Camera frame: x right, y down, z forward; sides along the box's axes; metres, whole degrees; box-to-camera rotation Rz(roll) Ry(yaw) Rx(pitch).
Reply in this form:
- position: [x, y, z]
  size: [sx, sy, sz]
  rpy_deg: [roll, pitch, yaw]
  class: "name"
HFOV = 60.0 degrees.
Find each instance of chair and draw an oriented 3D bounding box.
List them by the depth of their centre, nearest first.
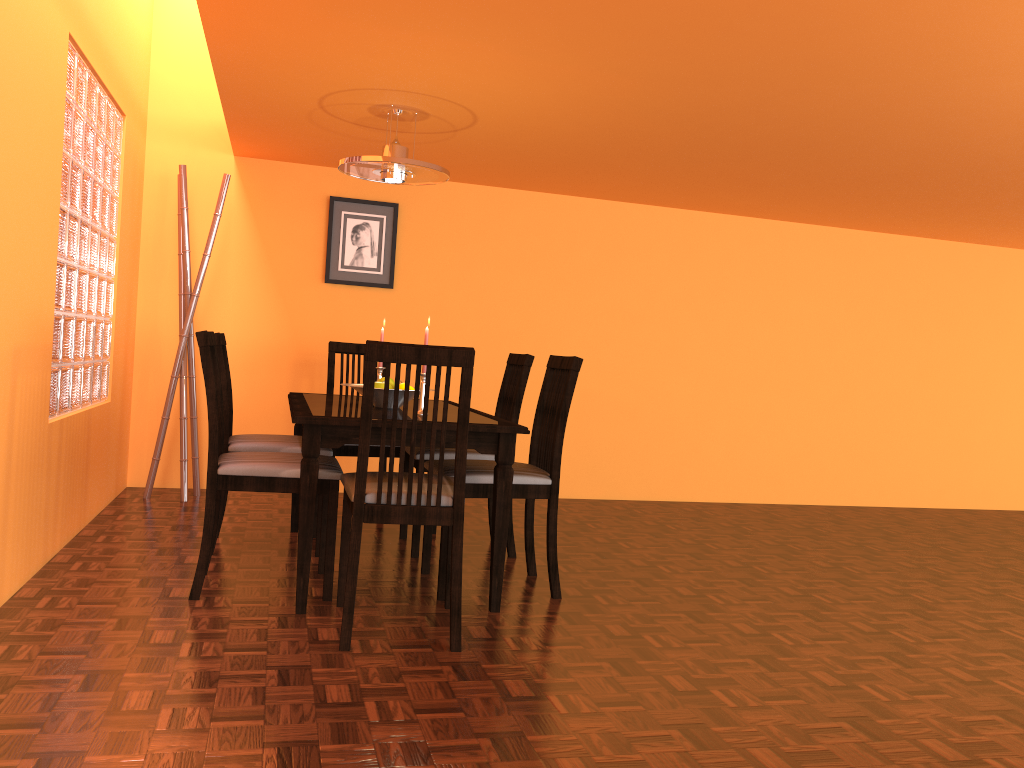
- position: [-0.296, 0.292, 2.489]
  size: [0.373, 0.809, 0.465]
  rpy_deg: [4, 2, -10]
  class: "chair"
- position: [-0.780, 0.249, 2.818]
  size: [0.465, 0.809, 0.373]
  rpy_deg: [3, 2, -15]
  class: "chair"
- position: [-0.040, 0.294, 3.013]
  size: [0.465, 0.809, 0.373]
  rpy_deg: [3, 2, -15]
  class: "chair"
- position: [-0.926, 0.223, 3.375]
  size: [0.465, 0.809, 0.373]
  rpy_deg: [3, 2, -15]
  class: "chair"
- position: [-0.187, 0.267, 3.570]
  size: [0.465, 0.809, 0.373]
  rpy_deg: [3, 2, -15]
  class: "chair"
- position: [-0.660, 0.225, 3.905]
  size: [0.373, 0.809, 0.465]
  rpy_deg: [3, 2, -20]
  class: "chair"

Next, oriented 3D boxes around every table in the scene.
- position: [-0.460, 0.373, 3.199]
  size: [0.697, 0.584, 1.259]
  rpy_deg: [3, 2, -15]
  class: "table"

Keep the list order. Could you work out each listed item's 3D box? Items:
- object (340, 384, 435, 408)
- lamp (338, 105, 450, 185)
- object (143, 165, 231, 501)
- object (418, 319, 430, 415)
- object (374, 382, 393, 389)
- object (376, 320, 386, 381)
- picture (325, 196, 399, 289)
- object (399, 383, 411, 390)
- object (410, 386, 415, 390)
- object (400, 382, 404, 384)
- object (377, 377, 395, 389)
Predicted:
- position: [-0.440, 0.047, 3.146]
  size: [0.337, 0.072, 0.337]
  rpy_deg: [5, 2, 41]
  class: "object"
- position: [-0.454, -0.932, 3.470]
  size: [0.435, 0.274, 0.435]
  rpy_deg: [4, 2, 7]
  class: "lamp"
- position: [-1.553, -0.234, 4.263]
  size: [0.308, 1.589, 0.226]
  rpy_deg: [4, 2, 7]
  class: "object"
- position: [-0.286, -0.063, 2.911]
  size: [0.044, 0.326, 0.044]
  rpy_deg: [3, 2, -26]
  class: "object"
- position: [-0.461, 0.031, 3.112]
  size: [0.089, 0.076, 0.087]
  rpy_deg: [4, 2, -9]
  class: "object"
- position: [-0.505, -0.093, 3.413]
  size: [0.044, 0.326, 0.044]
  rpy_deg: [3, 2, -26]
  class: "object"
- position: [-0.795, -0.747, 4.697]
  size: [0.361, 0.456, 0.014]
  rpy_deg: [3, 2, -15]
  class: "picture"
- position: [-0.375, 0.018, 3.073]
  size: [0.046, 0.046, 0.055]
  rpy_deg: [3, 2, -32]
  class: "object"
- position: [-0.365, 0.029, 3.122]
  size: [0.046, 0.046, 0.055]
  rpy_deg: [5, 2, 38]
  class: "object"
- position: [-0.389, 0.027, 3.180]
  size: [0.055, 0.070, 0.066]
  rpy_deg: [3, 2, -33]
  class: "object"
- position: [-0.459, 0.008, 3.215]
  size: [0.069, 0.066, 0.069]
  rpy_deg: [4, 2, -5]
  class: "object"
